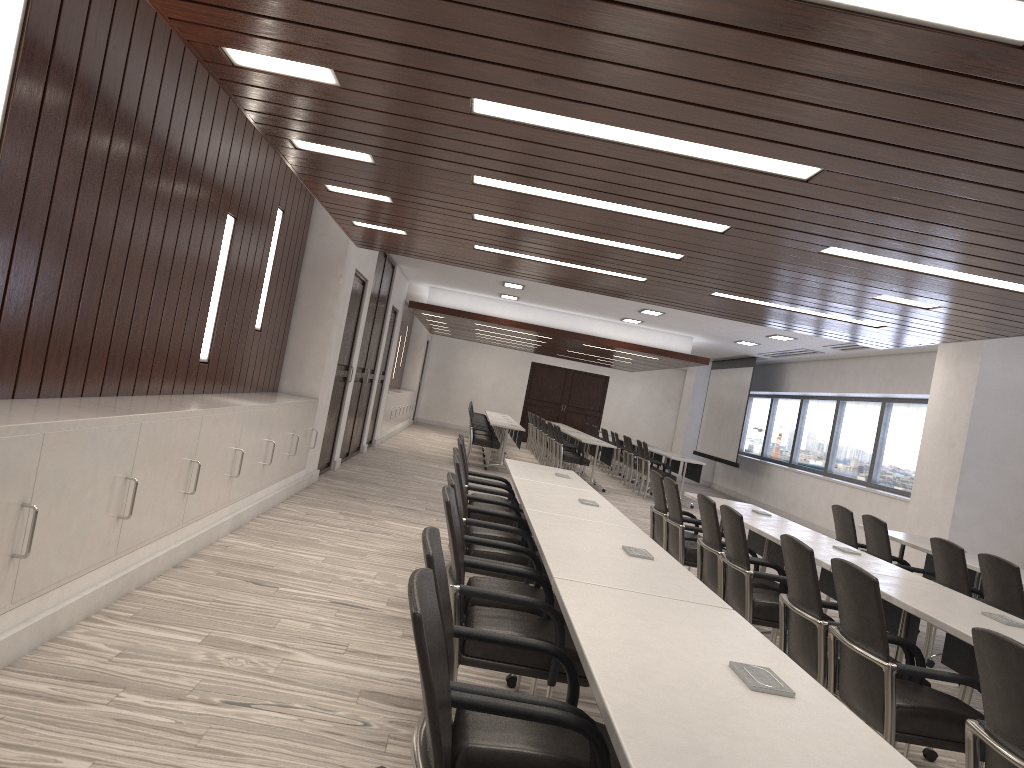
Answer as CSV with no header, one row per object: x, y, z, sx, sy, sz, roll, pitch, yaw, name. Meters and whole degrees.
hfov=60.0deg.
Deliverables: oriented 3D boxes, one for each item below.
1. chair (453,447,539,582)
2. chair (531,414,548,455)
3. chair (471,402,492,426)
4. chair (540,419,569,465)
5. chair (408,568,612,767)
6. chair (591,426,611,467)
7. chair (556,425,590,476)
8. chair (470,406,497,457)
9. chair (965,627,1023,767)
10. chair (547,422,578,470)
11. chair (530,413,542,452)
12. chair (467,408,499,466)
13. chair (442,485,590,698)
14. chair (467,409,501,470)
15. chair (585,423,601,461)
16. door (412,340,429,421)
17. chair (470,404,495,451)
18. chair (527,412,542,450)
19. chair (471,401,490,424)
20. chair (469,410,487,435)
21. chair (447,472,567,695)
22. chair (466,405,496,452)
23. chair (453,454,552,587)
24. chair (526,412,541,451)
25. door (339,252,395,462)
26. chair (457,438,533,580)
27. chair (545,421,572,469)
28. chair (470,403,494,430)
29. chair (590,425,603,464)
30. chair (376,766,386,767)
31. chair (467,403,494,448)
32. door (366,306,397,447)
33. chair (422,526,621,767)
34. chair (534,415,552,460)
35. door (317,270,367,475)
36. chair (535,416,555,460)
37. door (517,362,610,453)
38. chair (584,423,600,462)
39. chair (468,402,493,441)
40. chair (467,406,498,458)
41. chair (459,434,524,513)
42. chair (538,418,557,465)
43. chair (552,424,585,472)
-0.124,0.896,5.278,0.638,0.939,0.513,11,-1,-3,chair
0.731,1.230,21.001,0.638,0.939,0.513,11,-1,-2,chair
-0.785,0.947,21.459,0.638,0.939,0.513,11,-1,-2,chair
0.854,1.220,17.955,0.638,0.939,0.513,11,-1,-2,chair
0.029,0.886,1.714,0.638,0.939,0.513,11,-1,-2,chair
2.195,1.508,21.052,0.638,0.939,0.513,11,-1,-3,chair
0.985,1.212,14.913,0.638,0.939,0.513,11,-1,-2,chair
-0.591,0.935,16.909,0.638,0.939,0.513,11,-1,-2,chair
1.498,1.171,2.298,0.638,0.939,0.513,11,-1,-2,chair
0.925,1.217,16.435,0.638,0.939,0.513,11,-1,-3,chair
0.717,1.233,21.520,0.638,0.939,0.513,11,-1,-2,chair
-0.530,0.929,15.374,0.638,0.939,0.513,11,-1,-3,chair
-0.027,0.892,3.234,0.638,0.939,0.513,11,-1,-2,chair
-0.500,0.929,14.852,0.638,0.939,0.513,11,-1,-1,chair
2.131,1.513,22.574,0.638,0.939,0.513,11,-1,-1,chair
-2.590,-0.085,24.513,0.200,2.323,1.163,11,-1,-2,door
-0.654,0.939,18.405,0.638,0.939,0.513,11,-1,-2,chair
0.680,1.237,22.520,0.638,0.939,0.513,11,-1,-2,chair
-0.817,0.952,22.453,0.638,0.939,0.513,11,-1,-3,chair
-0.842,0.953,22.976,0.638,0.939,0.513,11,-1,-2,chair
-0.048,0.894,3.764,0.638,0.939,0.513,11,-1,-3,chair
-0.640,0.936,17.886,0.638,0.939,0.513,11,-1,-2,chair
-0.088,0.897,4.758,0.638,0.939,0.513,11,-1,-2,chair
0.642,1.235,23.037,0.638,0.939,0.513,11,-1,-3,chair
-2.038,-0.401,12.311,0.200,2.889,2.327,11,-1,-2,door
-0.159,0.900,6.279,0.638,0.939,0.513,11,-1,-3,chair
0.905,1.219,16.954,0.638,0.939,0.513,11,-1,-3,chair
-0.711,0.945,19.936,0.638,0.939,0.513,11,-1,-3,chair
2.175,1.510,21.585,0.638,0.939,0.513,11,-1,-2,chair
0.075,0.884,0.734,0.638,0.939,0.513,11,-1,-3,chair
-0.705,0.940,19.412,0.638,0.939,0.513,11,-1,-2,chair
-2.178,-0.116,14.440,0.200,2.323,1.163,11,-1,-2,door
0.001,0.887,2.247,0.638,0.939,0.513,11,-1,-2,chair
0.776,1.228,20.002,0.638,0.939,0.513,11,-1,-2,chair
-2.003,-0.130,10.173,0.200,2.323,1.163,11,-1,-2,door
0.788,1.224,19.478,0.638,0.939,0.513,11,-1,-2,chair
1.495,0.705,25.837,2.329,2.323,0.200,11,-1,-2,door
2.118,1.516,23.095,0.638,0.939,0.513,11,-1,-2,chair
-0.763,0.946,20.933,0.638,0.939,0.513,11,-1,-3,chair
-0.570,0.933,16.376,0.638,0.939,0.513,11,-1,-3,chair
-0.182,0.902,6.808,0.638,0.939,0.513,11,-1,-3,chair
0.830,1.221,18.471,0.638,0.939,0.513,11,-1,-2,chair
0.951,1.211,15.445,0.638,0.939,0.513,11,-1,-3,chair
